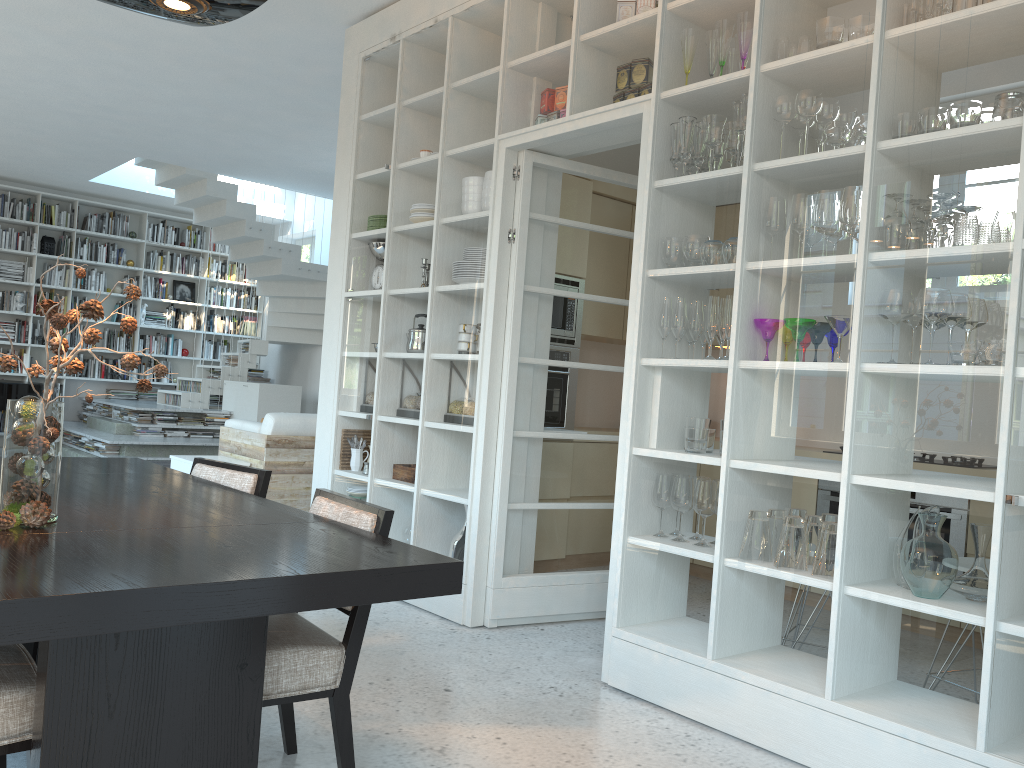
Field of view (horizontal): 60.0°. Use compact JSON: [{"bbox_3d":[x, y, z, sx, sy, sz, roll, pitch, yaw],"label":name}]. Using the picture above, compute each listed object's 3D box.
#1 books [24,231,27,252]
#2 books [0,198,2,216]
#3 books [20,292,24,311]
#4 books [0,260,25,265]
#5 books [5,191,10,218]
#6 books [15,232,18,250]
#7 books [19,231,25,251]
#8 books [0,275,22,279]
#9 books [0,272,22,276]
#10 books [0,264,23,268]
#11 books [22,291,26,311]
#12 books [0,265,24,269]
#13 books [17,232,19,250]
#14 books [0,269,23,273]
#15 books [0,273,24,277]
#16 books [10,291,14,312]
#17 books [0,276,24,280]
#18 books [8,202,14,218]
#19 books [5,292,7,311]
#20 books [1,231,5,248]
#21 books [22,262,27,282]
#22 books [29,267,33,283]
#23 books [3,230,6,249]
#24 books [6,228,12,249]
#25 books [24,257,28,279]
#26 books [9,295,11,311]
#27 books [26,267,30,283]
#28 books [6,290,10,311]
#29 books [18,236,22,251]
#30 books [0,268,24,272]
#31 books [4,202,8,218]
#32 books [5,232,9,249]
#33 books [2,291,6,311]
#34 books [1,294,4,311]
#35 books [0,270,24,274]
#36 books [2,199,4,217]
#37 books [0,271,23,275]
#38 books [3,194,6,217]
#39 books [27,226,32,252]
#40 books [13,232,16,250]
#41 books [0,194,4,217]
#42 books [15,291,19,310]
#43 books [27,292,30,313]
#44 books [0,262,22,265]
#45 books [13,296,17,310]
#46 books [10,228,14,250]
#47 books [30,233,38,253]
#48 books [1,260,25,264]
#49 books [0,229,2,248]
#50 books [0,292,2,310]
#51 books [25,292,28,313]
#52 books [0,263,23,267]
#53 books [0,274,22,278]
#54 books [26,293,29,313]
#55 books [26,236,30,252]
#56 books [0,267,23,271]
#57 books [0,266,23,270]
[{"bbox_3d":[-5.965,-1.730,10.837,0.029,0.261,0.133,4,0,-40],"label":"books"},{"bbox_3d":[-6.160,-2.107,10.654,0.012,0.245,0.151,4,0,-40],"label":"books"},{"bbox_3d":[-6.007,-0.995,10.847,0.025,0.259,0.130,4,0,-40],"label":"books"},{"bbox_3d":[-6.081,-1.468,10.747,0.159,0.012,0.285,4,-1,45],"label":"books"},{"bbox_3d":[-6.086,-2.144,10.688,0.010,0.331,0.186,4,0,-40],"label":"books"},{"bbox_3d":[-6.033,-1.720,10.774,0.010,0.230,0.152,4,0,-40],"label":"books"},{"bbox_3d":[-5.978,-1.725,10.805,0.032,0.248,0.173,4,0,-40],"label":"books"},{"bbox_3d":[-6.101,-1.297,10.756,0.254,0.012,0.161,5,-1,-40],"label":"books"},{"bbox_3d":[-6.095,-1.333,10.753,0.254,0.012,0.161,5,-1,-38],"label":"books"},{"bbox_3d":[-6.084,-1.430,10.748,0.254,0.012,0.161,5,-1,-35],"label":"books"},{"bbox_3d":[-5.994,-1.003,10.871,0.025,0.279,0.108,4,0,-40],"label":"books"},{"bbox_3d":[-6.091,-1.418,10.755,0.285,0.012,0.159,5,-1,-41],"label":"books"},{"bbox_3d":[-6.020,-1.719,10.776,0.012,0.230,0.158,4,0,-40],"label":"books"},{"bbox_3d":[-6.094,-1.370,10.754,0.254,0.012,0.161,5,-1,-39],"label":"books"},{"bbox_3d":[-6.095,-1.321,10.751,0.285,0.012,0.159,5,-1,-43],"label":"books"},{"bbox_3d":[-6.089,-1.001,10.781,0.024,0.259,0.126,4,0,-40],"label":"books"},{"bbox_3d":[-6.100,-1.285,10.755,0.285,0.012,0.159,5,-1,-39],"label":"books"},{"bbox_3d":[-6.071,-2.082,10.711,0.050,0.211,0.172,4,0,-40],"label":"books"},{"bbox_3d":[-6.150,-0.992,10.742,0.025,0.230,0.143,4,0,-40],"label":"books"},{"bbox_3d":[-6.140,-1.722,10.676,0.027,0.216,0.190,4,0,-40],"label":"books"},{"bbox_3d":[-5.964,-1.358,10.843,0.012,0.254,0.161,4,0,-40],"label":"books"},{"bbox_3d":[-5.930,-1.331,10.898,0.030,0.205,0.158,4,0,-40],"label":"books"},{"bbox_3d":[-6.132,-1.735,10.698,0.012,0.244,0.131,4,0,-40],"label":"books"},{"bbox_3d":[-6.101,-1.747,10.737,0.029,0.273,0.140,4,0,-40],"label":"books"},{"bbox_3d":[-5.963,-1.391,10.863,0.012,0.319,0.139,4,0,-40],"label":"books"},{"bbox_3d":[-6.113,-0.977,10.771,0.022,0.206,0.114,4,0,-40],"label":"books"},{"bbox_3d":[-5.950,-1.329,10.875,0.030,0.198,0.171,4,0,-40],"label":"books"},{"bbox_3d":[-6.118,-1.004,10.744,0.025,0.258,0.150,4,0,-40],"label":"books"},{"bbox_3d":[-6.004,-1.697,10.786,0.029,0.188,0.176,4,0,-40],"label":"books"},{"bbox_3d":[-6.090,-1.382,10.751,0.285,0.012,0.159,5,-1,-37],"label":"books"},{"bbox_3d":[-6.120,-2.085,10.692,0.031,0.208,0.146,4,0,-40],"label":"books"},{"bbox_3d":[-6.112,-1.721,10.704,0.028,0.219,0.183,4,0,-40],"label":"books"},{"bbox_3d":[-6.140,-0.999,10.703,0.012,0.245,0.185,4,0,-40],"label":"books"},{"bbox_3d":[-6.164,-0.978,10.697,0.029,0.200,0.178,4,0,-40],"label":"books"},{"bbox_3d":[-6.095,-1.358,10.755,0.285,0.012,0.159,5,-1,-39],"label":"books"},{"bbox_3d":[-6.140,-2.116,10.669,0.011,0.267,0.129,4,0,-40],"label":"books"},{"bbox_3d":[-6.094,-1.346,10.753,0.254,0.012,0.161,5,-1,-42],"label":"books"},{"bbox_3d":[-6.125,-2.129,10.669,0.011,0.296,0.157,4,0,-40],"label":"books"},{"bbox_3d":[-5.921,-1.763,10.865,0.012,0.334,0.155,4,0,-40],"label":"books"},{"bbox_3d":[-6.046,-1.718,10.746,0.023,0.223,0.190,4,0,-40],"label":"books"},{"bbox_3d":[-6.138,-2.128,10.648,0.014,0.292,0.176,4,0,-40],"label":"books"},{"bbox_3d":[-6.053,-1.000,10.821,0.014,0.263,0.135,4,0,-40],"label":"books"},{"bbox_3d":[-5.957,-0.993,10.907,0.023,0.265,0.107,4,0,-40],"label":"books"},{"bbox_3d":[-6.089,-1.456,10.756,0.254,0.012,0.161,5,-1,-40],"label":"books"},{"bbox_3d":[-6.068,-0.971,10.798,0.035,0.201,0.149,4,0,-40],"label":"books"},{"bbox_3d":[-6.068,-1.743,10.738,0.023,0.269,0.184,4,0,-40],"label":"books"},{"bbox_3d":[-5.857,-1.710,10.838,0.037,0.237,0.272,4,0,-40],"label":"books"},{"bbox_3d":[-6.085,-1.480,10.752,0.285,0.012,0.159,5,-1,-38],"label":"books"},{"bbox_3d":[-6.167,-1.735,10.655,0.021,0.237,0.171,4,0,-40],"label":"books"},{"bbox_3d":[-6.184,-0.992,10.677,0.029,0.224,0.185,4,0,-40],"label":"books"},{"bbox_3d":[-5.969,-0.995,10.871,0.014,0.266,0.153,4,0,-40],"label":"books"},{"bbox_3d":[-6.087,-1.444,10.752,0.254,0.012,0.161,5,-1,-38],"label":"books"},{"bbox_3d":[-6.098,-1.309,10.755,0.254,0.012,0.161,5,-1,-41],"label":"books"},{"bbox_3d":[-5.967,-0.992,10.890,0.014,0.261,0.137,4,0,-40],"label":"books"},{"bbox_3d":[-5.936,-1.698,10.845,0.029,0.202,0.191,4,0,-40],"label":"books"},{"bbox_3d":[-6.089,-1.394,10.751,0.254,0.012,0.161,5,-1,-43],"label":"books"},{"bbox_3d":[-6.090,-1.406,10.753,0.254,0.012,0.161,5,-1,-38],"label":"books"}]
